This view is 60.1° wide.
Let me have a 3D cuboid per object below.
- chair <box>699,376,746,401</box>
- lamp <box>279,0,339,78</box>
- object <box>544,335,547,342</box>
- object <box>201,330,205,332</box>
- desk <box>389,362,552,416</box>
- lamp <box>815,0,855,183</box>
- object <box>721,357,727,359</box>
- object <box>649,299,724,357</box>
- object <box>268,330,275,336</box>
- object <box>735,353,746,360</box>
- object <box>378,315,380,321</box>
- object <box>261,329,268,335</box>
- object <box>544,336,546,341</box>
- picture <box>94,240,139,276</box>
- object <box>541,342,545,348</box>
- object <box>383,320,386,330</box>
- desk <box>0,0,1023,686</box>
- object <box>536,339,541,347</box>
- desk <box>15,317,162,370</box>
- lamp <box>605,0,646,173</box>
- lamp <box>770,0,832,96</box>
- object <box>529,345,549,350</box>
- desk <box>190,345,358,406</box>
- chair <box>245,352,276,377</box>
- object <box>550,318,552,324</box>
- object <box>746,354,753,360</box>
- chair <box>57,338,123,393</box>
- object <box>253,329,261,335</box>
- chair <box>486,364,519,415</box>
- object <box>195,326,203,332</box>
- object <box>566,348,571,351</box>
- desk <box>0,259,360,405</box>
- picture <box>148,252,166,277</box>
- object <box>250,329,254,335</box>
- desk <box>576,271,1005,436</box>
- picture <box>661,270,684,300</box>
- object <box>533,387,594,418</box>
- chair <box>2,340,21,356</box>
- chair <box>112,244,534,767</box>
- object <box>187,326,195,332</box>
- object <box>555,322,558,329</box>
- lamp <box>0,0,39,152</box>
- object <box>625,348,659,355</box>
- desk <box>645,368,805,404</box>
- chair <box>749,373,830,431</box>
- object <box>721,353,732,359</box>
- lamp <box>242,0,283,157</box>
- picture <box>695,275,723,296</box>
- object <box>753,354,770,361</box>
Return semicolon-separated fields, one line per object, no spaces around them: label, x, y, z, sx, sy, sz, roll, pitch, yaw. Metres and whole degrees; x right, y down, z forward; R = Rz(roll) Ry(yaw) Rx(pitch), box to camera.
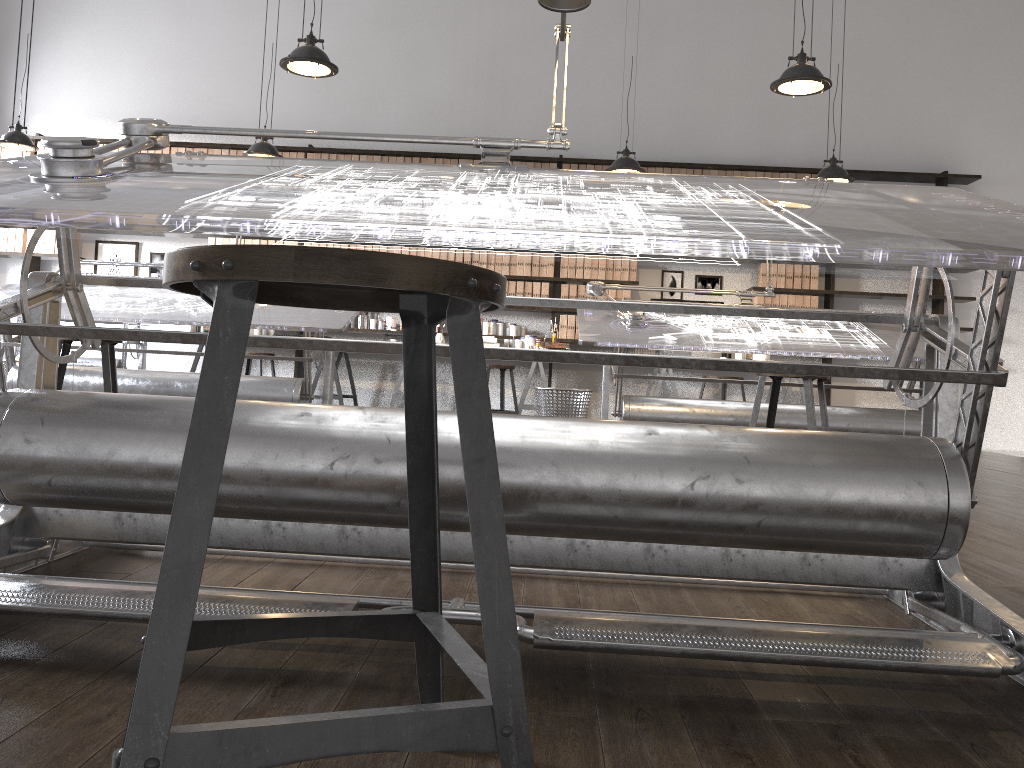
chair;1.663;0.204;7.020;0.358;0.529;0.371;4;-2;-29
lamp;-1.029;-2.813;4.793;0.311;2.258;0.312;2;-3;23
object;0.285;-0.358;7.828;0.033;0.148;0.005;3;-3;1
object;-2.724;-0.458;7.821;0.049;0.037;0.049;3;-1;-1
desk;-0.333;0.023;7.690;1.668;0.671;0.654;3;-1;2
lamp;2.469;-2.647;6.709;0.311;2.258;0.312;2;-3;27
object;1.791;-0.214;7.509;0.059;0.028;0.106;3;0;-1
object;1.518;-0.474;7.770;0.643;0.519;0.204;3;-2;2
object;-2.177;-0.460;8.010;0.061;0.094;0.062;4;-2;-39
object;1.980;-0.261;7.660;0.094;0.145;0.094;2;-2;28
object;-1.209;-0.565;8.108;0.041;0.125;0.008;3;-3;-9
object;-2.225;-0.462;7.964;0.062;0.093;0.063;4;-2;-39
object;0.276;-0.359;7.823;0.040;0.130;0.005;3;-3;1
picture;-3.763;-1.069;8.408;0.415;0.576;0.040;3;-3;2
object;0.258;-0.326;7.831;0.060;0.089;0.059;3;-2;7
object;-1.168;-0.540;8.156;0.045;0.101;0.044;3;-2;5
desk;-0.045;-0.281;1.736;2.069;1.390;1.075;3;-1;2
object;0.231;-0.339;7.769;0.049;0.112;0.049;3;-2;6
desk;-3.715;-0.372;7.806;1.269;1.100;1.069;3;-1;2
lamp;0.918;-2.727;6.772;0.311;2.258;0.312;2;-3;27
lamp;1.570;-2.678;4.688;0.311;2.258;0.312;2;-3;27
object;0.242;-0.306;7.617;0.197;0.051;0.132;3;0;-27
desk;-2.094;-0.069;7.761;1.668;0.671;0.654;3;-1;2
chair;-2.113;0.008;7.215;0.372;0.529;0.357;3;-2;11
object;0.358;-0.471;7.809;0.055;0.214;0.007;3;-3;9
object;2.068;-0.257;7.695;0.068;0.155;0.068;4;-2;-21
chair;-1.982;0.038;4.087;0.358;0.529;0.371;4;-2;-19
object;-2.282;-0.465;7.922;0.062;0.094;0.061;1;-2;42
chair;-0.146;0.110;7.066;0.371;0.529;0.358;4;-2;-24
object;-2.769;-0.556;7.854;0.069;0.230;0.068;3;-2;-1
object;0.487;-0.290;7.691;0.049;0.037;0.049;3;-1;6
desk;-1.961;-0.405;4.999;2.280;1.390;1.075;3;-1;2
picture;-3.343;-1.105;8.404;0.201;0.285;0.022;3;-3;2
object;-2.339;-0.481;8.019;0.095;0.128;0.094;3;-2;6
desk;1.385;-0.231;4.864;2.069;1.390;1.075;3;-1;2
picture;1.484;-0.910;8.212;0.201;0.285;0.022;3;-3;2
object;0.291;0.215;5.171;0.353;0.378;0.352;2;-1;24
chair;-3.738;-0.073;6.790;0.372;0.529;0.357;3;-2;11
chair;-0.175;0.156;0.824;0.358;0.529;0.371;4;-2;-19
object;-2.842;-0.498;7.841;0.068;0.105;0.068;3;-2;7
object;0.376;-0.458;7.805;0.071;0.186;0.008;1;-3;45
lamp;-3.805;-2.973;6.958;0.310;2.258;0.312;4;-3;-18
object;1.153;-0.316;7.837;0.284;0.161;0.203;3;-1;-6
desk;1.804;0.134;7.604;1.668;0.671;0.654;3;-1;2
chair;1.243;0.206;3.965;0.372;0.529;0.357;2;-2;31
object;1.897;-0.264;7.819;0.096;0.142;0.091;3;-2;-18
lamp;-1.862;-2.872;6.884;0.310;2.258;0.312;4;-3;-18
picture;1.819;-0.913;8.199;0.251;0.184;0.023;3;-3;2
object;2.149;-0.271;7.625;0.143;0.196;0.145;4;-2;-25
